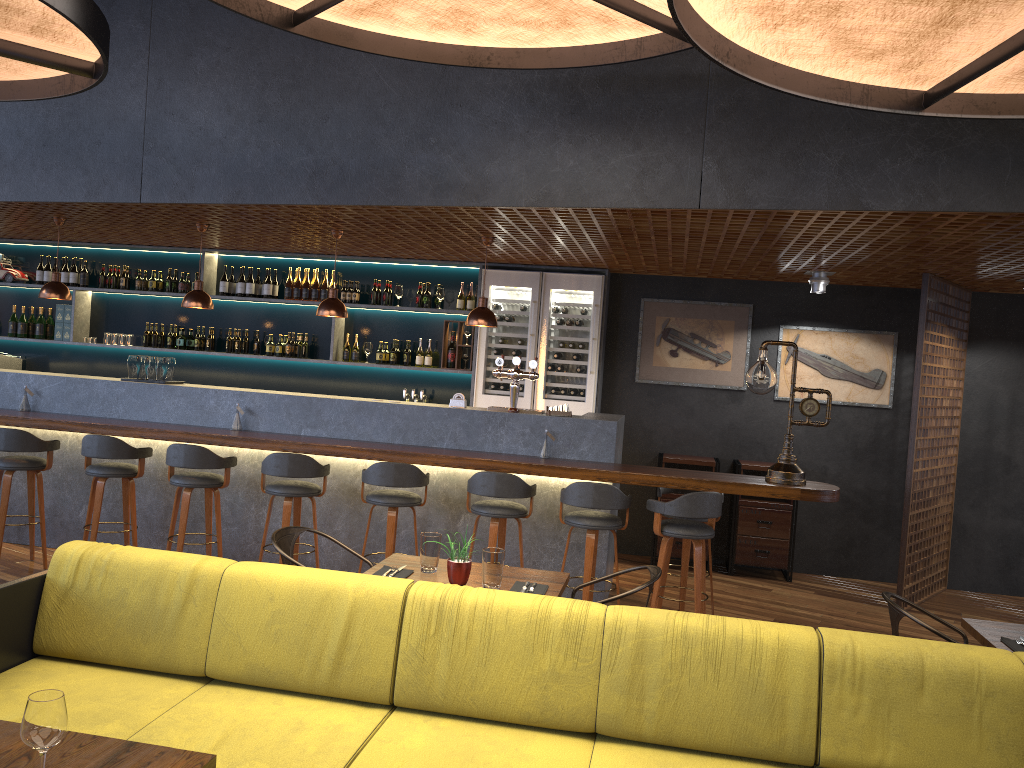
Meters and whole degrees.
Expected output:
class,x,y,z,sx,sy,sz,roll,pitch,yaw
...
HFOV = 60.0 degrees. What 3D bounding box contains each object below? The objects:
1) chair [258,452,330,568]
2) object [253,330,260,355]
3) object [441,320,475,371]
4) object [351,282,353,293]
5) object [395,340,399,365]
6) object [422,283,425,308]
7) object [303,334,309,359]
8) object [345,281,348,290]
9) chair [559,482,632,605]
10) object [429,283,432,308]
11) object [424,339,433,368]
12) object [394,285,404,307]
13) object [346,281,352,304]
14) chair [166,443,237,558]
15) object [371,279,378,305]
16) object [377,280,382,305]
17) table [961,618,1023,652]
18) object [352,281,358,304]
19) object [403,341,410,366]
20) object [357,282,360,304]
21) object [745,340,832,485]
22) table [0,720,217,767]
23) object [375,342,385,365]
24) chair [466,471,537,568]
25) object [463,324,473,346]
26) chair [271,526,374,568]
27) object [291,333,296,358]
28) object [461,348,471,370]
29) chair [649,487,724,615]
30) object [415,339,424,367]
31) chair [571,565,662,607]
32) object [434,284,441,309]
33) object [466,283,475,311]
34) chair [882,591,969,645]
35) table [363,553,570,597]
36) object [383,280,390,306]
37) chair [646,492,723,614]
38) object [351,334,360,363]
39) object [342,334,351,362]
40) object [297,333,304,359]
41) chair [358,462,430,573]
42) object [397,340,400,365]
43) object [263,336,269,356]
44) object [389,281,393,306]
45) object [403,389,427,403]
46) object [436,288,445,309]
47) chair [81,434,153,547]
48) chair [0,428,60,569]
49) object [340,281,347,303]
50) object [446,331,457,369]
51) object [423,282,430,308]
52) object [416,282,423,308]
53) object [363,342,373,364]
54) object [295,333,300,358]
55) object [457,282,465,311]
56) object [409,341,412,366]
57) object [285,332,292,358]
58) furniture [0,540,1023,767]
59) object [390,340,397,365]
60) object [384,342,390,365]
class,x,y,z,sx,sy,sz,roll,pitch,yaw
chair,-1.548,0.989,6.282,0.483,1.048,0.438,3,2,-29
object,-2.625,-0.424,9.138,0.063,0.254,0.063,3,2,-32
object,-0.514,-0.375,8.672,0.300,0.475,0.161,4,1,10
object,-1.606,-0.912,8.881,0.056,0.227,0.056,3,2,-28
object,-1.157,-0.312,8.806,0.063,0.254,0.063,5,2,38
object,-0.884,-0.874,8.829,0.063,0.254,0.063,5,2,38
object,-2.100,-0.385,9.028,0.063,0.254,0.063,4,2,-17
object,-1.664,-0.917,8.892,0.056,0.227,0.056,4,2,12
chair,0.510,1.145,5.866,0.483,1.048,0.438,5,2,39
object,-0.824,-0.868,8.756,0.063,0.254,0.063,3,2,-27
object,-0.817,-0.301,8.759,0.079,0.281,0.079,4,1,4
object,-1.115,-0.864,8.732,0.097,0.206,0.097,3,2,-21
object,-1.616,-0.911,8.821,0.056,0.227,0.056,4,2,-13
chair,-2.276,0.935,6.375,0.483,1.048,0.438,5,2,39
object,-1.357,-0.906,8.763,0.063,0.254,0.063,4,1,8
object,-1.333,-0.906,8.860,0.063,0.254,0.063,3,2,-27
table,2.383,1.482,3.530,0.906,0.763,0.887,4,1,10
object,-1.555,-0.907,8.811,0.056,0.227,0.056,4,1,-3
object,-1.037,-0.302,8.757,0.063,0.254,0.063,3,2,-27
object,-1.545,-0.908,8.870,0.056,0.227,0.056,4,2,12
object,1.835,0.185,5.922,0.566,0.944,0.263,4,1,3
table,-1.271,1.267,1.832,0.887,0.763,0.906,4,1,10
object,-1.300,-0.306,8.766,0.088,0.224,0.088,4,2,-20
chair,-0.089,1.098,6.042,0.483,1.048,0.438,4,2,-18
object,-0.434,-0.480,8.658,0.097,0.206,0.097,3,2,-40
chair,-0.866,1.157,4.145,0.541,0.917,0.504,4,1,11
object,-2.227,-0.393,9.017,0.063,0.254,0.063,5,2,38
object,-0.451,-0.247,8.664,0.097,0.206,0.097,3,2,-40
chair,1.251,1.183,6.439,0.483,1.048,0.438,4,2,-18
object,-0.910,-0.308,8.776,0.079,0.281,0.079,4,2,-16
chair,0.356,1.249,3.921,0.541,0.917,0.504,4,1,11
object,-0.732,-0.862,8.804,0.063,0.254,0.063,5,2,18
object,-0.402,-0.849,8.674,0.079,0.281,0.079,3,2,-21
chair,1.779,1.357,3.646,0.541,0.917,0.504,4,1,11
table,-0.265,1.282,4.014,0.906,0.763,0.887,4,1,10
object,-1.236,-0.897,8.749,0.063,0.254,0.063,4,2,-17
chair,1.089,1.188,5.770,0.483,1.048,0.438,4,1,2
object,-1.564,-0.357,8.895,0.079,0.281,0.079,4,1,-11
object,-1.656,-0.364,8.912,0.079,0.281,0.079,4,2,14
object,-2.129,-0.384,8.925,0.063,0.254,0.063,5,2,18
chair,-0.851,1.041,6.176,0.483,1.048,0.438,5,2,25
object,-1.150,-0.313,8.889,0.063,0.254,0.063,3,2,-27
object,-2.511,-0.393,9.144,0.097,0.206,0.097,5,2,42
object,-1.220,-0.898,8.841,0.063,0.254,0.063,4,1,-2
object,-0.965,0.298,8.805,0.310,0.492,0.204,4,1,10
object,-0.702,-0.833,8.673,0.097,0.206,0.097,3,2,-21
chair,-2.937,0.883,6.551,0.483,1.048,0.438,4,2,-18
chair,-3.664,0.832,6.566,0.483,1.048,0.438,5,2,30
object,-1.675,-0.916,8.832,0.056,0.227,0.056,3,2,-28
object,-0.588,-0.335,8.687,0.091,0.369,0.092,3,2,-21
object,-0.828,-0.865,8.654,0.063,0.254,0.063,5,2,38
object,-0.910,-0.873,8.730,0.063,0.254,0.063,3,2,-37
object,-1.435,-0.308,8.817,0.097,0.206,0.097,3,2,-21
object,-2.195,-0.393,9.095,0.063,0.254,0.063,5,2,38
object,-0.495,-0.856,8.691,0.079,0.281,0.079,5,2,19
object,-1.031,-0.304,8.841,0.063,0.254,0.063,5,2,18
object,-2.243,-0.392,8.921,0.063,0.254,0.063,4,1,3
furniture,1.516,1.409,1.030,7.462,0.914,4.895,4,1,5
object,-1.165,-0.310,8.725,0.063,0.254,0.063,4,2,13
object,-1.265,-0.306,8.871,0.088,0.224,0.088,4,1,5
